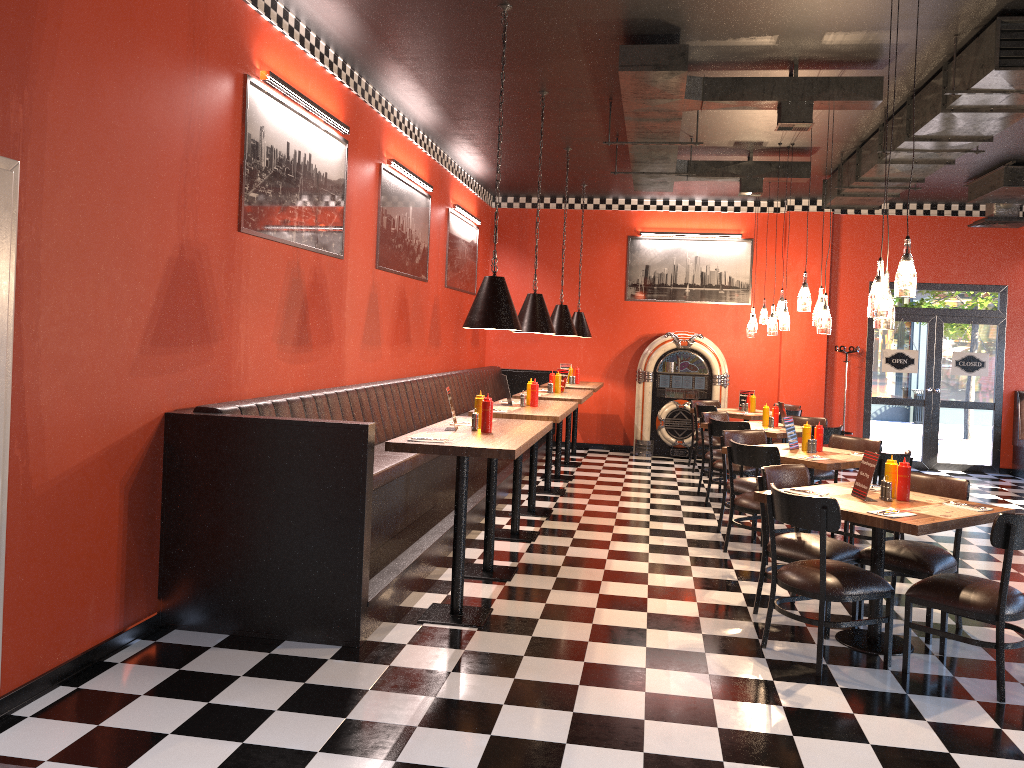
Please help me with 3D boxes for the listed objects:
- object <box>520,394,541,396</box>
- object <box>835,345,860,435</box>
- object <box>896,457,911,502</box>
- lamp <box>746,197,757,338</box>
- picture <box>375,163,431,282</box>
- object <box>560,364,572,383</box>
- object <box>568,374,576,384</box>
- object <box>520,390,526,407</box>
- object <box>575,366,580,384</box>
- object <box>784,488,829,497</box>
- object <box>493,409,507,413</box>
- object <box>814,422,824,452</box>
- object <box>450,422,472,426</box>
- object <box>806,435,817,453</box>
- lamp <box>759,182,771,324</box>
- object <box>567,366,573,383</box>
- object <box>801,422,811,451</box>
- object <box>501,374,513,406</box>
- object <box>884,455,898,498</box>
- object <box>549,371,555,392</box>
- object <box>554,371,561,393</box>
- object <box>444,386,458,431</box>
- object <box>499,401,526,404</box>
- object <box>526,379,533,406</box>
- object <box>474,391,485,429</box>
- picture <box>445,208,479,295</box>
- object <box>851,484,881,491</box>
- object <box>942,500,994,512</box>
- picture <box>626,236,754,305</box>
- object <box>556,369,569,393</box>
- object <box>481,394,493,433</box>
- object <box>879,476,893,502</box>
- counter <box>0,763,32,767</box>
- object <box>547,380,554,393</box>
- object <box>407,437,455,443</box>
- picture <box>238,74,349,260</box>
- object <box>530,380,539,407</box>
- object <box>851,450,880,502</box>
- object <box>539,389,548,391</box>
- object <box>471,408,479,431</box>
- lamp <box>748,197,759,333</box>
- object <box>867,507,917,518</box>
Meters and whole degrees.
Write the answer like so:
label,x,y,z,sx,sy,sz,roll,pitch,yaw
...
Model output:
label,x,y,z,sx,sy,sz,roll,pitch,yaw
object,0.208,0.108,8.982,0.255,0.019,0.157,3,3,6
object,4.573,0.303,12.182,0.375,1.658,0.374,3,1,32
object,2.145,0.520,4.850,0.068,0.238,0.068,2,1,-38
lamp,3.054,-1.570,11.193,0.108,1.965,0.108,2,0,-9
picture,-1.047,-1.535,8.759,0.023,0.939,1.771,2,2,9
object,0.736,-0.141,11.893,0.188,0.257,0.072,2,1,-31
object,0.795,-0.066,11.681,0.093,0.136,0.047,2,1,-11
object,0.092,0.122,7.514,0.047,0.136,0.094,2,1,-1
object,0.867,-0.120,11.776,0.068,0.238,0.068,2,1,2
object,1.664,0.605,4.946,0.157,0.019,0.255,0,4,-41
object,-0.118,0.205,6.865,0.255,0.019,0.157,3,3,6
object,2.436,0.418,7.034,0.068,0.238,0.068,3,1,14
object,-0.272,0.257,5.743,0.255,0.019,0.157,3,3,6
object,2.354,0.471,6.948,0.093,0.136,0.047,2,1,-31
lamp,3.186,-1.730,11.069,0.108,1.965,0.108,3,1,41
object,0.777,-0.125,11.801,0.068,0.238,0.068,2,1,2
object,2.344,0.414,7.050,0.068,0.238,0.068,3,1,14
object,-0.042,0.052,7.560,0.072,0.257,0.188,2,1,-12
object,2.114,0.514,4.938,0.068,0.238,0.068,3,1,24
object,0.438,-0.028,9.667,0.068,0.238,0.068,2,1,4
object,0.498,-0.022,9.596,0.068,0.238,0.068,2,1,-2
object,-0.367,0.150,5.425,0.072,0.257,0.188,2,1,0
object,0.012,0.160,7.823,0.255,0.019,0.157,3,3,6
object,0.160,0.067,7.611,0.068,0.238,0.068,3,1,18
object,-0.201,0.159,5.552,0.068,0.238,0.068,2,1,-16
picture,-0.628,-1.653,11.367,0.023,0.939,1.771,2,2,9
object,2.121,0.609,5.246,0.255,0.019,0.158,0,4,-35
object,2.414,0.648,4.735,0.157,0.019,0.255,1,3,-32
picture,2.543,-1.633,12.734,1.770,0.939,0.023,3,0,9
object,0.533,-0.036,9.704,0.072,0.257,0.188,2,1,-40
object,-0.149,0.173,5.335,0.068,0.238,0.068,2,1,-16
object,2.046,0.568,4.842,0.047,0.136,0.094,2,1,-1
counter,1.116,0.621,0.516,7.042,0.050,0.676,3,3,9
object,0.415,0.029,9.550,0.046,0.136,0.094,2,1,-26
object,-0.432,0.299,4.796,0.255,0.019,0.157,3,3,6
picture,-1.466,-1.417,6.151,0.023,0.939,1.771,2,2,9
object,0.191,0.073,7.523,0.068,0.238,0.068,3,1,29
object,1.943,0.501,4.873,0.072,0.257,0.188,2,1,-1
object,0.352,0.067,9.891,0.255,0.019,0.157,3,3,6
object,-0.226,0.216,5.438,0.047,0.136,0.094,2,1,0
lamp,3.050,-1.623,11.070,0.108,1.965,0.108,2,1,-39
object,1.918,0.642,4.447,0.255,0.019,0.158,0,4,-33
